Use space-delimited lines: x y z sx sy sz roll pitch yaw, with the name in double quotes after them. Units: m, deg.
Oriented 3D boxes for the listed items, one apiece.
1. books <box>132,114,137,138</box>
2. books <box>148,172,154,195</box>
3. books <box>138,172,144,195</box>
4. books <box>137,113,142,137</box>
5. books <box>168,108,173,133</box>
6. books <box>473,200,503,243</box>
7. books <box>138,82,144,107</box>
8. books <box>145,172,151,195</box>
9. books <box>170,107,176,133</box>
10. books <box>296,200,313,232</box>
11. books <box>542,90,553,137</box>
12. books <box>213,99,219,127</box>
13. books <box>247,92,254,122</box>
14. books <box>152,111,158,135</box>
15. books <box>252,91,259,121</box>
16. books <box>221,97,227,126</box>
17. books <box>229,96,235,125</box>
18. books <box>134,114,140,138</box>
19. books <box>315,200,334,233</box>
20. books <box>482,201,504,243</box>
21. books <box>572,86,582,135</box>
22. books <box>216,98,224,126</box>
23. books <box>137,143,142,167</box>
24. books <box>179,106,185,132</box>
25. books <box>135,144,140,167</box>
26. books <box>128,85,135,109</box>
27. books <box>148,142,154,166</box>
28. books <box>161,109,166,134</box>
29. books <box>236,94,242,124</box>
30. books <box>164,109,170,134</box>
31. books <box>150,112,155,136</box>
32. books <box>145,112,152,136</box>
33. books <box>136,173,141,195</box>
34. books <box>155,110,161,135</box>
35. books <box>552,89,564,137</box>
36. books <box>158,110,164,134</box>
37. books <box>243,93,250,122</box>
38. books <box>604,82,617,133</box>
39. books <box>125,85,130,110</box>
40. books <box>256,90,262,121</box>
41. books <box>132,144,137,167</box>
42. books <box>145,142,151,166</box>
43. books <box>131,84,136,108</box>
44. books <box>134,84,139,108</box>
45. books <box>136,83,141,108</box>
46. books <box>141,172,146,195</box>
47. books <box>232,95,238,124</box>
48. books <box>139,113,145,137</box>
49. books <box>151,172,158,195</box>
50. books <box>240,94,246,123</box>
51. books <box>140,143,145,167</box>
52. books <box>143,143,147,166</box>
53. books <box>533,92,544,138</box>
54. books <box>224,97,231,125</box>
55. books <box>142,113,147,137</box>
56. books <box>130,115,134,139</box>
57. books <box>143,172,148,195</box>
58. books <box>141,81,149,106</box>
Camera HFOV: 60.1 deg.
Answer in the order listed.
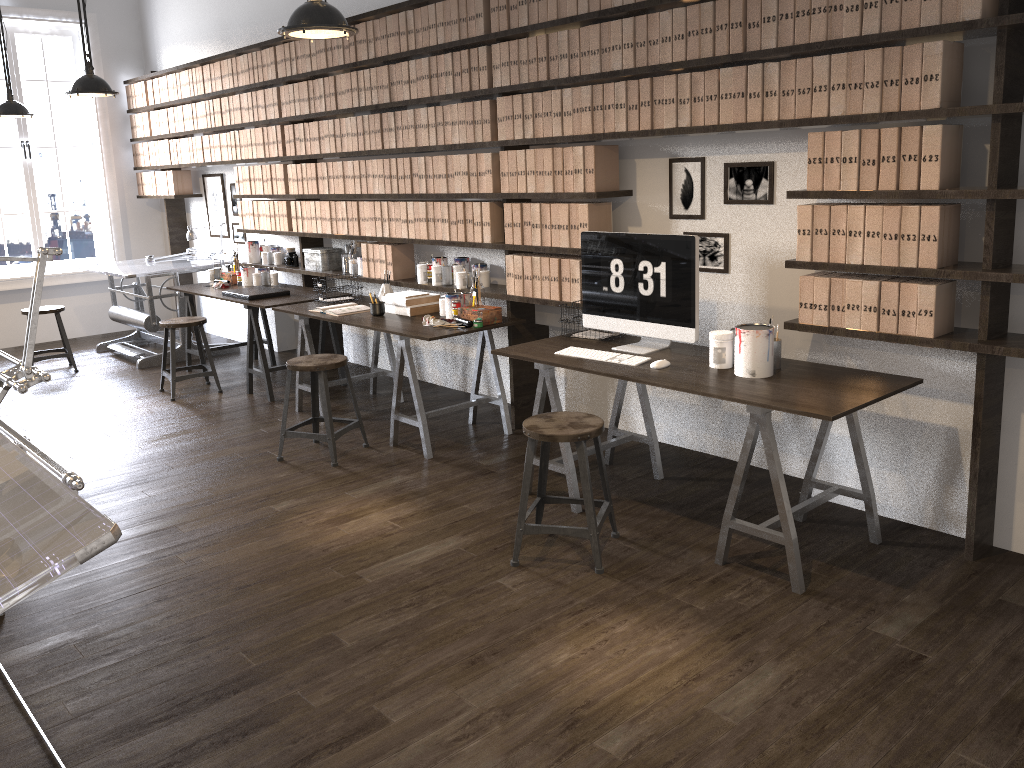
-3.594 -2.510 8.629 0.175 0.223 0.067 -13 15 -40 "books"
-3.396 -1.933 8.537 0.175 0.223 0.067 -13 15 -41 "books"
-3.579 -1.976 8.740 0.175 0.223 0.067 -13 15 -41 "books"
-3.501 -2.489 8.532 0.175 0.223 0.067 -13 15 -41 "books"
-2.991 -2.366 7.973 0.175 0.223 0.067 -13 15 -41 "books"
-0.129 -0.916 4.992 0.175 0.223 0.067 -13 15 -40 "books"
-3.421 -2.736 8.374 0.175 0.223 0.067 -13 15 -41 "books"
-3.445 -1.944 8.590 0.175 0.223 0.067 -13 15 -40 "books"
-2.947 -2.354 7.917 0.175 0.223 0.067 -13 15 -41 "books"
-1.482 -1.230 6.489 0.175 0.223 0.067 -13 15 -40 "books"
0.241 -1.358 4.462 0.175 0.223 0.067 -13 15 -40 "books"
-2.340 -2.216 7.254 0.175 0.223 0.067 -13 15 -40 "books"
-1.923 -2.117 6.785 0.175 0.223 0.067 -13 15 -40 "books"
-3.230 -2.419 8.226 0.175 0.223 0.067 -13 15 -40 "books"
-1.874 -2.107 6.736 0.175 0.223 0.067 -13 15 -41 "books"
-2.241 -2.193 7.144 0.175 0.223 0.067 -13 15 -40 "books"
-2.147 -2.171 7.039 0.175 0.223 0.067 -13 15 -41 "books"
-3.544 -2.499 8.577 0.175 0.223 0.067 -13 15 -41 "books"
-1.294 -1.187 6.281 0.175 0.223 0.067 -13 15 -41 "books"
-0.076 -0.904 4.936 0.175 0.223 0.067 -13 15 -41 "books"
0.378 -1.326 4.310 0.175 0.223 0.067 -13 15 -40 "books"
-2.295 -2.203 7.196 0.175 0.223 0.067 -13 15 -41 "books"
-3.547 -2.237 8.648 0.175 0.223 0.067 -13 15 -40 "books"
-2.809 -2.322 7.762 0.175 0.223 0.067 -13 15 -41 "books"
-3.594 -2.248 8.700 0.175 0.223 0.067 -13 15 -40 "books"
-3.610 -2.780 8.581 0.175 0.223 0.067 -13 15 -41 "books"
-3.353 -2.192 8.434 0.175 0.223 0.067 -13 15 -41 "books"
-3.090 -2.389 8.082 0.175 0.223 0.067 -13 15 -41 "books"
-2.059 -2.148 6.933 0.175 0.223 0.067 -13 15 -40 "books"
-3.045 -2.377 8.024 0.175 0.223 0.067 -13 15 -40 "books"
-3.275 -2.431 8.282 0.175 0.223 0.067 -13 15 -40 "books"
-3.363 -2.458 8.382 0.175 0.223 0.067 -13 15 -41 "books"
-3.625 -1.989 8.799 0.175 0.223 0.067 -13 15 -40 "books"
-3.181 -2.408 8.173 0.175 0.223 0.067 -13 15 -41 "books"
0.285 -1.347 4.407 0.175 0.223 0.067 -13 15 -41 "books"
-3.136 -2.399 8.129 0.175 0.223 0.067 -13 15 -40 "books"
-1.970 -2.129 6.840 0.175 0.223 0.067 -13 15 -41 "books"
0.516 -1.295 4.160 0.175 0.223 0.067 -13 15 -40 "books"
-3.659 -2.791 8.635 0.175 0.223 0.067 -13 15 -40 "books"
-1.826 -2.097 6.686 0.175 0.223 0.067 -13 15 -41 "books"
-3.644 -2.257 8.746 0.175 0.223 0.067 -13 15 -41 "books"
-3.406 -2.203 8.485 0.175 0.223 0.067 -13 15 -40 "books"
-3.560 -2.769 8.530 0.175 0.223 0.067 -13 15 -41 "books"
-3.510 -2.759 8.481 0.175 0.223 0.067 -13 15 -40 "books"
-3.465 -2.748 8.429 0.175 0.223 0.067 -13 15 -40 "books"
-3.525 -1.965 8.689 0.175 0.223 0.067 -13 15 -40 "books"
-2.100 -2.160 6.987 0.175 0.223 0.067 -13 15 -41 "books"
-3.460 -2.478 8.480 0.175 0.223 0.067 -13 15 -40 "books"
-3.346 -1.923 8.486 0.175 0.223 0.067 -13 15 -41 "books"
-2.011 -2.139 6.887 0.175 0.223 0.067 -13 15 -41 "books"
-3.503 -2.225 8.593 0.175 0.223 0.067 -13 15 -41 "books"
-3.452 -2.215 8.544 0.175 0.223 0.067 -13 15 -41 "books"
0.196 -1.369 4.515 0.175 0.223 0.067 -13 15 -40 "books"
-2.197 -2.181 7.089 0.175 0.223 0.067 -13 15 -40 "books"
-3.411 -2.469 8.434 0.175 0.223 0.067 -13 15 -41 "books"
-3.638 -2.521 8.684 0.175 0.223 0.067 -13 15 -41 "books"
-3.483 -1.955 8.639 0.175 0.223 0.067 -13 15 -41 "books"
-3.372 -2.725 8.322 0.175 0.223 0.067 -13 15 -40 "books"
